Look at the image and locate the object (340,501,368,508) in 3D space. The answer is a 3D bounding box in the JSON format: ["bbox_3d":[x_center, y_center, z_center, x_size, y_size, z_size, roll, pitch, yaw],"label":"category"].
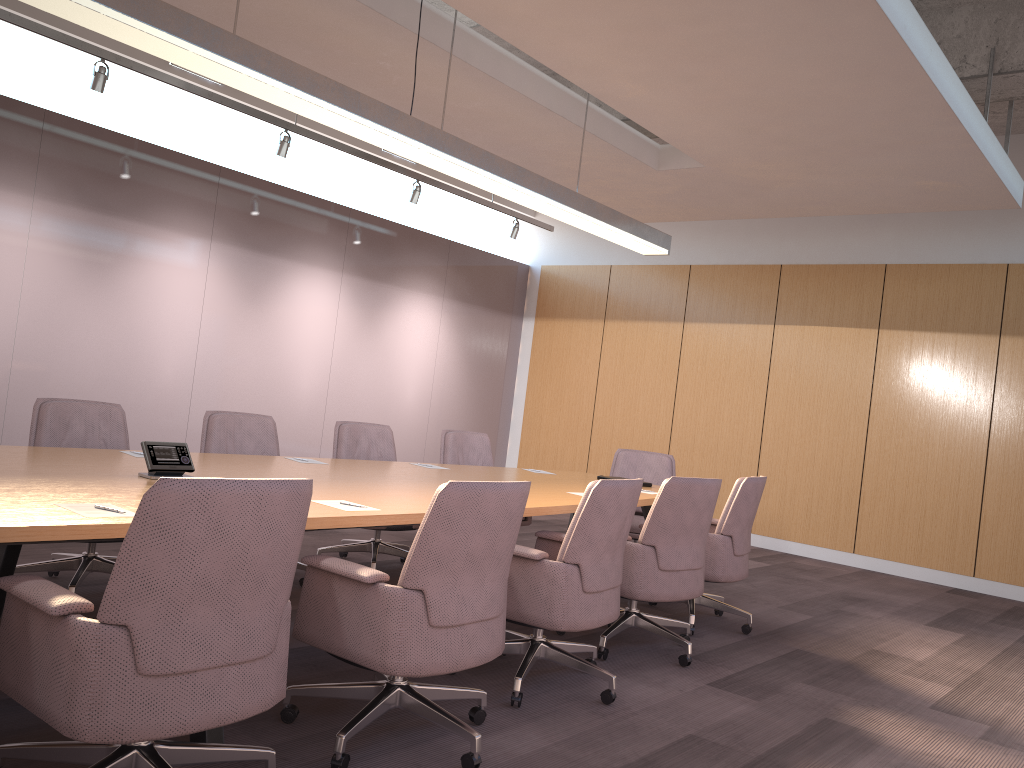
[{"bbox_3d":[-0.600,0.459,3.367,0.125,0.009,0.009,6,-1,22],"label":"object"}]

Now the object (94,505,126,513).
[{"bbox_3d":[-1.191,0.372,2.632,0.125,0.009,0.009,6,-1,23],"label":"object"}]

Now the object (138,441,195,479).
[{"bbox_3d":[-1.373,0.305,3.543,0.110,0.139,0.200,6,-2,39],"label":"object"}]

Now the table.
[{"bbox_3d":[-1.593,0.722,3.373,1.885,0.748,8.000,6,-2,39],"label":"table"}]

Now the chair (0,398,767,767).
[{"bbox_3d":[-1.653,0.611,3.298,3.001,0.948,9.673,6,-2,39],"label":"chair"}]

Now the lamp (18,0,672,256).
[{"bbox_3d":[-0.995,-2.174,3.722,0.200,1.864,6.974,6,-2,39],"label":"lamp"}]

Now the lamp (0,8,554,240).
[{"bbox_3d":[-0.995,-2.449,3.621,5.699,1.321,12.467,6,-2,39],"label":"lamp"}]

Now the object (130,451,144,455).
[{"bbox_3d":[-1.801,0.333,4.274,0.125,0.009,0.009,6,-1,29],"label":"object"}]

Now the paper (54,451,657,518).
[{"bbox_3d":[-1.496,0.358,3.457,1.713,0.001,6.800,6,-2,39],"label":"paper"}]

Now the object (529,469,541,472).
[{"bbox_3d":[0.159,0.612,6.294,0.009,0.009,0.125,8,-2,-43],"label":"object"}]

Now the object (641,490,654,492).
[{"bbox_3d":[0.858,0.683,5.672,0.125,0.009,0.009,7,-1,17],"label":"object"}]

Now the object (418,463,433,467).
[{"bbox_3d":[-0.552,0.512,5.606,0.125,0.009,0.009,6,-1,32],"label":"object"}]

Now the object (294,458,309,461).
[{"bbox_3d":[-1.186,0.422,4.971,0.125,0.009,0.009,6,-1,33],"label":"object"}]

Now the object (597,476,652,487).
[{"bbox_3d":[0.783,0.677,6.180,0.231,0.026,0.325,8,-2,-39],"label":"object"}]
